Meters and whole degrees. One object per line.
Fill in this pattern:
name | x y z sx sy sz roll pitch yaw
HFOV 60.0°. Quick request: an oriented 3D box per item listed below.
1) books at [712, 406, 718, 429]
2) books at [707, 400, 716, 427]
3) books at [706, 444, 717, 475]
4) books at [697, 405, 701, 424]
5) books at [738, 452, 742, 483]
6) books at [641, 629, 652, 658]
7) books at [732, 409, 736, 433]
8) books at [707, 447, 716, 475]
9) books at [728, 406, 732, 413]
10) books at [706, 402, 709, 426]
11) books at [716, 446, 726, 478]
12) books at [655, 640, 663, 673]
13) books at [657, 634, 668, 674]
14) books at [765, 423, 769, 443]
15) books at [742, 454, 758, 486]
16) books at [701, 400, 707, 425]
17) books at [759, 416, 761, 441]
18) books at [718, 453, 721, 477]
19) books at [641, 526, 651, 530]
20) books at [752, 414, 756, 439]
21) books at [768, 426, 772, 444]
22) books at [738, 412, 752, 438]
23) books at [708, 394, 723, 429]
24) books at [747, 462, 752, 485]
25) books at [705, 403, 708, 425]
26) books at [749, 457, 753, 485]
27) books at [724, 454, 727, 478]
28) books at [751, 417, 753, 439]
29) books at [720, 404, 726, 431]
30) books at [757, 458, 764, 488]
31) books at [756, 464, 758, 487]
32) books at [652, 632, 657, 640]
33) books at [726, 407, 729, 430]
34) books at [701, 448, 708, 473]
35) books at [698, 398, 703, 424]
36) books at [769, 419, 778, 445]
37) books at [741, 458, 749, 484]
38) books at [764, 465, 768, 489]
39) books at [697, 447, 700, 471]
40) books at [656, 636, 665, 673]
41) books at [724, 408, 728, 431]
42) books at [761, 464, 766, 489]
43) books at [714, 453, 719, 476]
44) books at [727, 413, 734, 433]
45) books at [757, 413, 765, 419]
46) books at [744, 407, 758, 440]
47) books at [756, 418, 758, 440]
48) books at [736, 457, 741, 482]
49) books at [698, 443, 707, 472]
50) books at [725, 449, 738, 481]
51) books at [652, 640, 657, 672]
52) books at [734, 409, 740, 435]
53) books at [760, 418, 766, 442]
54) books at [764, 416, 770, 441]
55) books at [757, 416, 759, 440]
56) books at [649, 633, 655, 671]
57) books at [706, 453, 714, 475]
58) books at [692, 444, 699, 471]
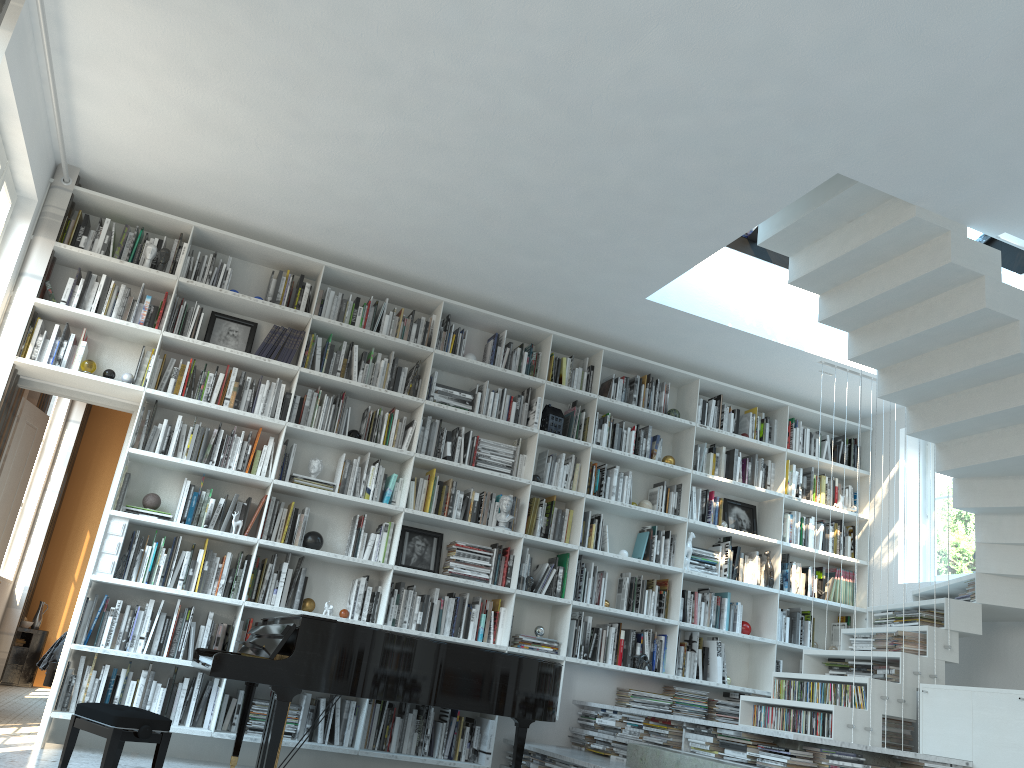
books | 1.563 0.302 6.990 0.031 0.230 0.148 15 -19 -19
books | 1.531 0.270 6.983 0.048 0.277 0.150 15 -19 -19
books | 1.530 0.620 6.893 0.011 0.295 0.163 15 -19 -19
books | 1.404 0.276 6.910 0.022 0.181 0.190 15 -20 -19
books | 1.752 0.690 6.975 0.048 0.282 0.162 15 -19 -19
books | 0.944 1.893 6.308 0.013 0.293 0.135 15 -19 -19
books | 1.721 0.339 7.061 0.012 0.253 0.161 15 -19 -19
books | 1.514 0.630 6.874 0.026 0.260 0.168 15 -19 -19
books | 1.694 0.321 7.058 0.012 0.278 0.153 15 -19 -19
books | 1.488 0.278 6.982 0.027 0.248 0.140 15 -19 -19
books | 1.598 0.641 6.908 0.026 0.287 0.156 15 -19 -19
books | 1.005 1.936 6.304 0.025 0.227 0.176 15 -20 -19
books | 1.052 1.930 6.333 0.025 0.271 0.171 15 -19 -19
books | 2.002 0.433 7.136 0.029 0.209 0.170 15 -20 -19
books | 1.867 0.709 6.995 0.022 0.293 0.181 15 -19 -19
books | 1.451 0.262 6.942 0.026 0.241 0.185 15 -20 -19
books | 1.944 0.400 7.138 0.017 0.256 0.147 15 -19 -19
books | 1.564 0.664 6.911 0.024 0.235 0.147 15 -19 -19
books | 0.979 1.193 6.523 0.016 0.289 0.135 15 -19 -19
books | 1.879 0.379 7.100 0.016 0.251 0.189 15 -20 -19
books | 2.043 0.452 7.175 0.031 0.210 0.132 15 -19 -19
books | 1.852 0.366 7.083 0.019 0.255 0.169 15 -19 -19
books | 1.595 0.258 7.003 0.014 0.331 0.181 15 -19 -19
books | 1.815 0.734 6.972 0.031 0.216 0.166 15 -20 -19
books | 1.470 0.276 6.955 0.024 0.230 0.169 15 -20 -19
books | 1.839 0.721 6.995 0.023 0.263 0.156 15 -19 -19
books | 1.614 0.673 6.917 0.025 0.237 0.143 15 -19 -19
books | 1.860 0.387 7.084 0.008 0.220 0.183 15 -20 -19
books | 1.628 0.303 7.010 0.014 0.261 0.168 15 -19 -19
books | 1.914 0.734 7.010 0.036 0.271 0.177 15 -19 -19
books | 1.888 0.741 7.007 0.011 0.248 0.152 15 -19 -19
books | 0.981 1.913 6.334 0.012 0.281 0.144 15 -19 -19
books | 1.660 0.319 7.030 0.021 0.253 0.151 15 -19 -19
books | 1.459 0.626 6.872 0.026 0.250 0.131 15 -19 -19
books | 1.426 0.253 6.939 0.025 0.249 0.178 15 -20 -19
books | 2.081 0.429 7.172 0.026 0.262 0.163 15 -19 -19
books | 1.787 0.713 6.957 0.014 0.239 0.190 15 -20 -19
books | 1.971 0.774 7.043 0.022 0.233 0.159 15 -20 -19
books | 1.397 0.613 6.839 0.013 0.236 0.142 15 -19 -19
books | 1.028 1.930 6.322 0.026 0.257 0.157 15 -19 -19
books | 1.642 0.320 7.012 0.022 0.235 0.172 15 -20 -19
books | 1.939 0.759 7.023 0.030 0.240 0.162 15 -19 -19
books | 1.544 0.659 6.888 0.030 0.223 0.158 15 -20 -19
books | 1.682 0.346 7.017 0.024 0.201 0.190 15 -20 -19
books | 1.981 0.389 7.155 0.020 0.298 0.131 15 -19 -19
books | 1.910 0.354 7.120 0.007 0.319 0.166 15 -19 -19
books | 1.912 0.398 7.100 0.007 0.225 0.170 15 -20 -19
books | 1.708 0.695 6.925 0.030 0.229 0.187 15 -20 -19
books | 1.429 0.600 6.857 0.052 0.281 0.167 15 -19 -19
books | 1.662 0.654 6.884 0.032 0.264 0.246 15 -20 -19
books | 0.974 1.933 6.297 0.013 0.219 0.169 15 -20 -19
books | 1.745 0.340 7.057 0.030 0.256 0.165 15 -19 -19
books | 1.967 0.409 7.121 0.018 0.234 0.186 15 -20 -19
books | 2.025 0.412 7.171 0.025 0.278 0.136 15 -19 -19
books | 1.928 0.393 7.116 0.031 0.248 0.165 15 -19 -19
books | 0.957 1.911 6.310 0.021 0.264 0.150 15 -19 -19
books | 1.488 0.647 6.853 0.025 0.207 0.175 15 -20 -19
books | 1.386 0.602 6.840 0.012 0.253 0.161 15 -19 -19
